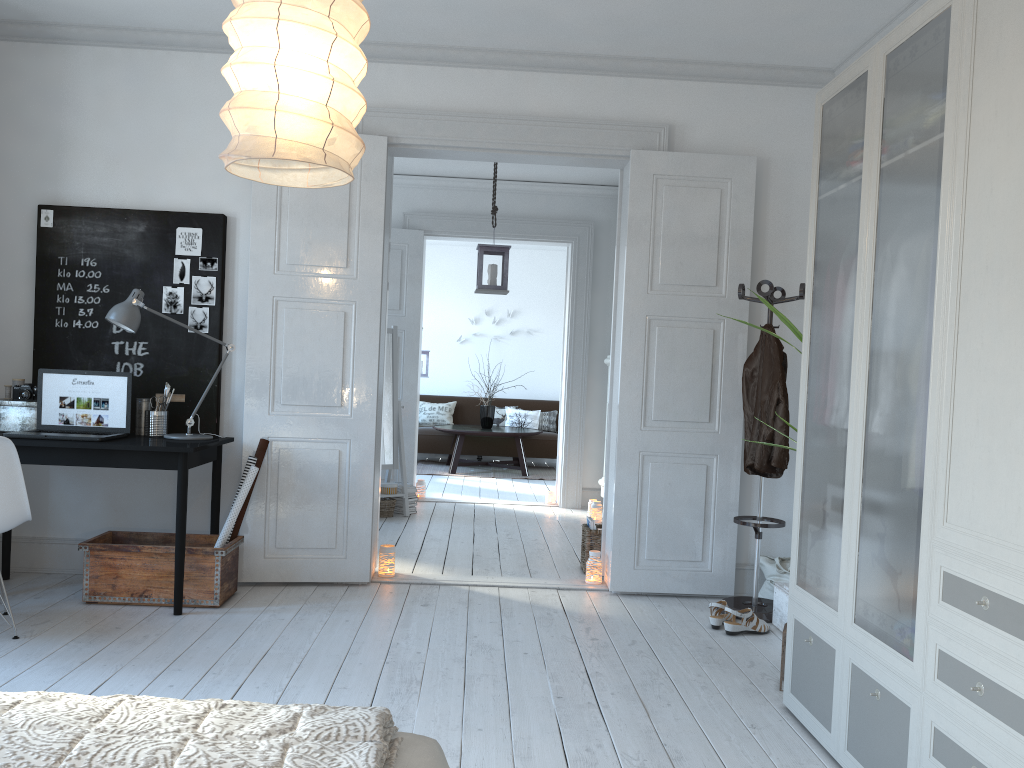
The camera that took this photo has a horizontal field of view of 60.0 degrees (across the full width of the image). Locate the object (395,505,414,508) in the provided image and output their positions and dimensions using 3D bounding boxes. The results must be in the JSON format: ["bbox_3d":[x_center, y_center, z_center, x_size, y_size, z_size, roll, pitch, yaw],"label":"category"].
[{"bbox_3d":[-0.883,0.973,7.124,0.156,0.014,0.111,3,1,41],"label":"object"}]

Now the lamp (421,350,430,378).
[{"bbox_3d":[-1.051,-0.959,10.413,0.228,1.763,0.228,2,2,-5],"label":"lamp"}]

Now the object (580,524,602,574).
[{"bbox_3d":[0.558,0.984,5.280,0.270,0.265,0.223,3,1,-2],"label":"object"}]

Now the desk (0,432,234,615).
[{"bbox_3d":[-2.012,0.631,4.222,1.159,0.759,0.650,3,1,-2],"label":"desk"}]

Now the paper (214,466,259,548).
[{"bbox_3d":[-1.377,0.705,4.277,0.283,0.627,0.041,2,2,-24],"label":"paper"}]

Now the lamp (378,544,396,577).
[{"bbox_3d":[-0.685,0.969,4.857,0.089,0.166,0.089,2,1,-10],"label":"lamp"}]

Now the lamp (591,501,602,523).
[{"bbox_3d":[0.673,1.019,7.067,0.089,0.166,0.089,3,1,-1],"label":"lamp"}]

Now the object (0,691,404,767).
[{"bbox_3d":[-0.900,0.526,1.331,1.460,0.104,0.404,3,1,-2],"label":"object"}]

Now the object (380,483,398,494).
[{"bbox_3d":[-0.964,0.815,6.929,0.142,0.074,0.142,2,1,-18],"label":"object"}]

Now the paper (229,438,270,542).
[{"bbox_3d":[-1.353,0.646,4.406,0.048,0.747,0.297,4,2,43],"label":"paper"}]

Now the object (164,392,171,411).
[{"bbox_3d":[-1.736,0.150,4.412,0.009,0.222,0.082,3,2,27],"label":"object"}]

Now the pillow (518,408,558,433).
[{"bbox_3d":[0.325,0.468,11.370,0.542,0.288,0.183,3,1,-1],"label":"pillow"}]

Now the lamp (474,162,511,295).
[{"bbox_3d":[-0.103,-1.514,6.138,0.228,1.763,0.228,2,2,-5],"label":"lamp"}]

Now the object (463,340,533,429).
[{"bbox_3d":[-0.150,0.000,10.381,0.846,1.066,0.525,2,2,-31],"label":"object"}]

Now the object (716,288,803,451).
[{"bbox_3d":[1.298,0.388,3.503,1.043,1.554,0.289,3,2,27],"label":"object"}]

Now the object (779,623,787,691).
[{"bbox_3d":[1.100,0.986,3.375,0.131,0.352,0.137,3,2,20],"label":"object"}]

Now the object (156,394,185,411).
[{"bbox_3d":[-1.721,0.155,4.461,0.138,0.209,0.034,2,2,-22],"label":"object"}]

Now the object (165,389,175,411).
[{"bbox_3d":[-1.724,0.141,4.406,0.084,0.240,0.009,2,2,-25],"label":"object"}]

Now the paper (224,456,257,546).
[{"bbox_3d":[-1.379,0.688,4.336,0.043,0.669,0.266,4,2,43],"label":"paper"}]

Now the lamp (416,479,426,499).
[{"bbox_3d":[-0.810,0.935,7.880,0.089,0.166,0.089,3,1,-3],"label":"lamp"}]

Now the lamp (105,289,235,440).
[{"bbox_3d":[-1.665,-0.090,4.335,0.617,0.716,0.230,2,2,-31],"label":"lamp"}]

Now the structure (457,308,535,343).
[{"bbox_3d":[-0.208,-0.751,11.673,1.025,0.478,0.085,3,2,-2],"label":"structure"}]

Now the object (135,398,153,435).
[{"bbox_3d":[-1.858,0.168,4.474,0.079,0.188,0.079,2,2,-23],"label":"object"}]

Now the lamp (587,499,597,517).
[{"bbox_3d":[0.665,1.026,7.298,0.084,0.146,0.084,3,1,2],"label":"lamp"}]

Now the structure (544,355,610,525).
[{"bbox_3d":[1.026,-0.215,7.347,0.800,2.829,1.248,4,2,43],"label":"structure"}]

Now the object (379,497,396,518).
[{"bbox_3d":[-1.029,0.961,6.947,0.185,0.140,0.295,2,1,-30],"label":"object"}]

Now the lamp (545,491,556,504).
[{"bbox_3d":[0.343,1.015,7.914,0.093,0.110,0.093,3,1,15],"label":"lamp"}]

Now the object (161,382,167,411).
[{"bbox_3d":[-1.743,0.124,4.420,0.008,0.268,0.060,3,2,15],"label":"object"}]

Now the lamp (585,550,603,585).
[{"bbox_3d":[0.456,1.016,4.912,0.093,0.180,0.092,2,1,-19],"label":"lamp"}]

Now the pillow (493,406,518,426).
[{"bbox_3d":[-0.166,0.443,11.315,0.473,0.348,0.158,3,1,-4],"label":"pillow"}]

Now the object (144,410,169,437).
[{"bbox_3d":[-1.767,0.197,4.406,0.108,0.128,0.108,3,1,13],"label":"object"}]

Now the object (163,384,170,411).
[{"bbox_3d":[-1.738,0.127,4.420,0.012,0.264,0.062,4,2,40],"label":"object"}]

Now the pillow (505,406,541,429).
[{"bbox_3d":[0.129,0.448,11.250,0.471,0.309,0.188,3,1,-2],"label":"pillow"}]

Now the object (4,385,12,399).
[{"bbox_3d":[-2.500,0.041,4.400,0.040,0.069,0.040,2,1,-14],"label":"object"}]

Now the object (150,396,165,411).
[{"bbox_3d":[-1.776,0.157,4.416,0.081,0.198,0.050,3,2,23],"label":"object"}]

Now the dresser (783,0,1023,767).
[{"bbox_3d":[1.343,0.082,2.440,0.630,2.164,1.431,3,1,-2],"label":"dresser"}]

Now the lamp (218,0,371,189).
[{"bbox_3d":[-0.494,-1.107,2.090,0.338,1.232,0.340,3,2,29],"label":"lamp"}]

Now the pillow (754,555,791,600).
[{"bbox_3d":[1.462,1.005,4.658,0.317,0.314,0.273,3,1,-1],"label":"pillow"}]

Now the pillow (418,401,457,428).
[{"bbox_3d":[-0.972,0.395,11.323,0.519,0.367,0.239,3,1,-3],"label":"pillow"}]
